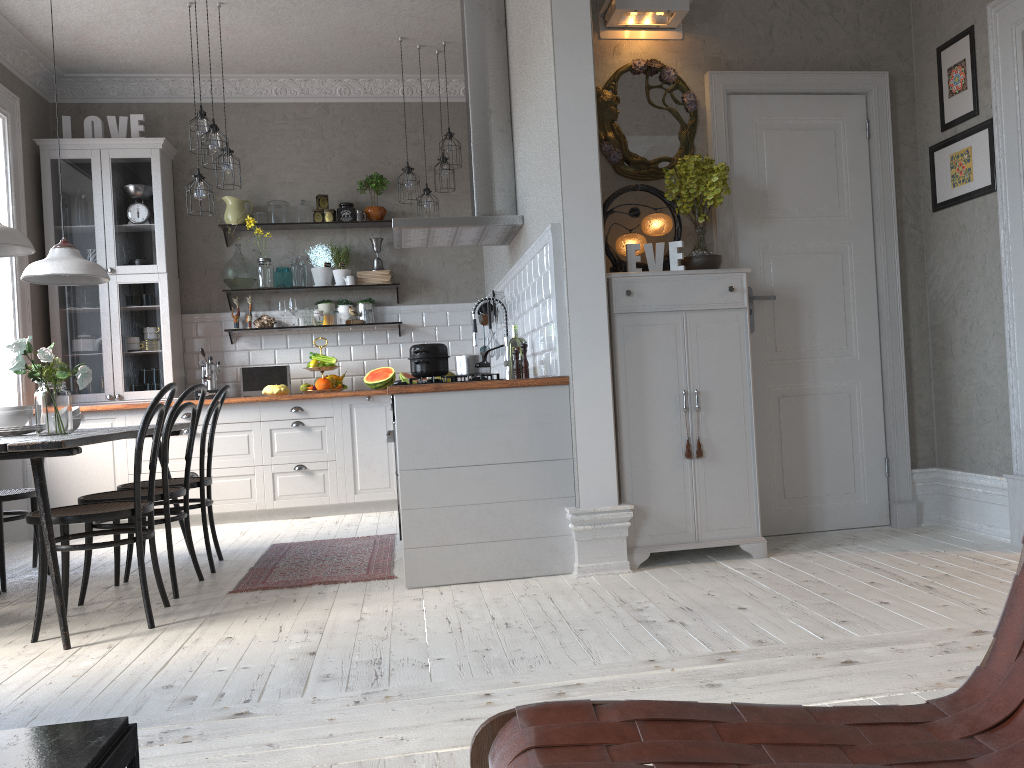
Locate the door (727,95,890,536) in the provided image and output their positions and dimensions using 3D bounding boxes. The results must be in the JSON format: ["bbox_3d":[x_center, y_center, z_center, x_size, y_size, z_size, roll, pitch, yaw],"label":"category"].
[{"bbox_3d":[1.487,-0.356,4.418,0.756,2.183,0.079,-3,0,-10],"label":"door"}]

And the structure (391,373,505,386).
[{"bbox_3d":[-0.308,-0.018,4.121,0.499,0.031,0.602,-3,0,-8],"label":"structure"}]

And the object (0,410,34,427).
[{"bbox_3d":[-2.282,0.170,4.041,0.182,0.094,0.177,-3,0,-17],"label":"object"}]

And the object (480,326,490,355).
[{"bbox_3d":[-0.207,-0.385,6.556,0.077,0.379,0.082,-3,0,-8],"label":"object"}]

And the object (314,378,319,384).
[{"bbox_3d":[-1.441,-0.010,6.723,0.078,0.076,0.156,-3,0,19],"label":"object"}]

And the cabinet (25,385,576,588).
[{"bbox_3d":[-1.069,0.474,5.445,4.109,0.854,2.029,-3,0,38],"label":"cabinet"}]

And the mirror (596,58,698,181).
[{"bbox_3d":[0.653,-1.286,4.286,0.536,0.593,0.070,-3,0,-9],"label":"mirror"}]

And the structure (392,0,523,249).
[{"bbox_3d":[-0.379,-1.652,5.178,0.717,1.595,0.707,-3,0,-8],"label":"structure"}]

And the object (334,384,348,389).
[{"bbox_3d":[-1.343,0.021,6.731,0.213,0.044,0.055,-3,0,29],"label":"object"}]

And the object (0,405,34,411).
[{"bbox_3d":[-2.284,0.150,4.041,0.182,0.094,0.177,-3,0,-17],"label":"object"}]

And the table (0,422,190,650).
[{"bbox_3d":[-2.076,0.591,3.893,0.911,0.735,1.907,-3,0,-7],"label":"table"}]

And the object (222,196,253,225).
[{"bbox_3d":[-2.081,-1.301,6.701,0.190,0.216,0.174,-3,0,5],"label":"object"}]

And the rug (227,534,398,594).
[{"bbox_3d":[-0.942,0.886,4.497,0.741,0.014,1.280,-3,0,-7],"label":"rug"}]

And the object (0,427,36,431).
[{"bbox_3d":[-2.280,0.214,4.041,0.242,0.027,0.232,-3,0,-40],"label":"object"}]

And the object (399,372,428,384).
[{"bbox_3d":[-0.715,-0.030,6.548,0.228,0.127,0.146,-3,0,-26],"label":"object"}]

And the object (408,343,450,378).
[{"bbox_3d":[-0.371,-0.105,3.968,0.194,0.147,0.189,-3,0,-29],"label":"object"}]

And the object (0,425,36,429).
[{"bbox_3d":[-2.280,0.206,4.041,0.235,0.027,0.240,-3,0,15],"label":"object"}]

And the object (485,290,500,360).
[{"bbox_3d":[-0.136,-0.367,5.677,0.081,0.443,0.327,-3,0,-7],"label":"object"}]

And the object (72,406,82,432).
[{"bbox_3d":[-2.072,0.165,4.118,0.124,0.119,0.128,-3,0,8],"label":"object"}]

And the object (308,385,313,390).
[{"bbox_3d":[-1.488,0.030,6.626,0.084,0.057,0.089,-3,0,24],"label":"object"}]

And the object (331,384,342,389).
[{"bbox_3d":[-1.311,0.028,6.614,0.088,0.051,0.069,-3,0,39],"label":"object"}]

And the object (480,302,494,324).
[{"bbox_3d":[-0.172,-0.497,6.172,0.109,0.161,0.136,-3,0,-6],"label":"object"}]

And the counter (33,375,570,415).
[{"bbox_3d":[-1.523,0.088,5.226,3.183,0.039,3.368,-3,0,-8],"label":"counter"}]

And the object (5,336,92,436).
[{"bbox_3d":[-1.898,0.006,3.649,0.314,0.414,0.249,-3,0,-10],"label":"object"}]

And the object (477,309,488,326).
[{"bbox_3d":[-0.188,-0.495,6.298,0.108,0.161,0.137,-3,0,4],"label":"object"}]

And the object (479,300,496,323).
[{"bbox_3d":[-0.165,-0.497,6.045,0.108,0.161,0.137,-3,0,9],"label":"object"}]

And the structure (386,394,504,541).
[{"bbox_3d":[-0.261,0.344,4.121,0.622,0.623,0.618,-3,0,-8],"label":"structure"}]

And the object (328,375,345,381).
[{"bbox_3d":[-1.328,-0.045,6.693,0.128,0.056,0.059,-3,0,-17],"label":"object"}]

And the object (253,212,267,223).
[{"bbox_3d":[-1.926,-1.256,6.784,0.104,0.111,0.102,-3,0,-9],"label":"object"}]

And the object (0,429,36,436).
[{"bbox_3d":[-2.279,0.223,4.041,0.236,0.027,0.239,-3,0,10],"label":"object"}]

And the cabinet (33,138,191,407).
[{"bbox_3d":[-2.897,-0.783,6.477,0.885,1.921,0.385,-3,0,-9],"label":"cabinet"}]

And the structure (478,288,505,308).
[{"bbox_3d":[-0.147,-0.570,6.073,0.095,0.053,1.078,-3,0,-7],"label":"structure"}]

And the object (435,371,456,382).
[{"bbox_3d":[-0.497,-0.038,6.710,0.129,0.119,0.208,-3,0,45],"label":"object"}]

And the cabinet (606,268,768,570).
[{"bbox_3d":[0.751,0.149,4.060,0.671,1.297,0.381,-3,0,-9],"label":"cabinet"}]

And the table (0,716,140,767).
[{"bbox_3d":[-0.984,0.738,0.820,0.855,0.303,1.301,-3,0,-8],"label":"table"}]

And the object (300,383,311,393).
[{"bbox_3d":[-1.532,0.029,6.655,0.075,0.072,0.154,-3,0,22],"label":"object"}]

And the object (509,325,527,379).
[{"bbox_3d":[0.034,-0.159,4.487,0.090,0.282,0.081,-3,0,-8],"label":"object"}]

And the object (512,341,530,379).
[{"bbox_3d":[0.039,-0.106,3.952,0.073,0.167,0.035,-3,0,-9],"label":"object"}]

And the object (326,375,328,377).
[{"bbox_3d":[-1.410,-0.023,6.721,0.086,0.093,0.086,-3,0,-12],"label":"object"}]

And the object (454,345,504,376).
[{"bbox_3d":[-0.131,-0.109,4.238,0.298,0.134,0.177,-3,0,26],"label":"object"}]

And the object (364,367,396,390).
[{"bbox_3d":[-0.979,-0.039,6.555,0.233,0.174,0.219,-3,0,13],"label":"object"}]

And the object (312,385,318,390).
[{"bbox_3d":[-1.474,0.038,6.643,0.071,0.076,0.225,-3,0,-25],"label":"object"}]
